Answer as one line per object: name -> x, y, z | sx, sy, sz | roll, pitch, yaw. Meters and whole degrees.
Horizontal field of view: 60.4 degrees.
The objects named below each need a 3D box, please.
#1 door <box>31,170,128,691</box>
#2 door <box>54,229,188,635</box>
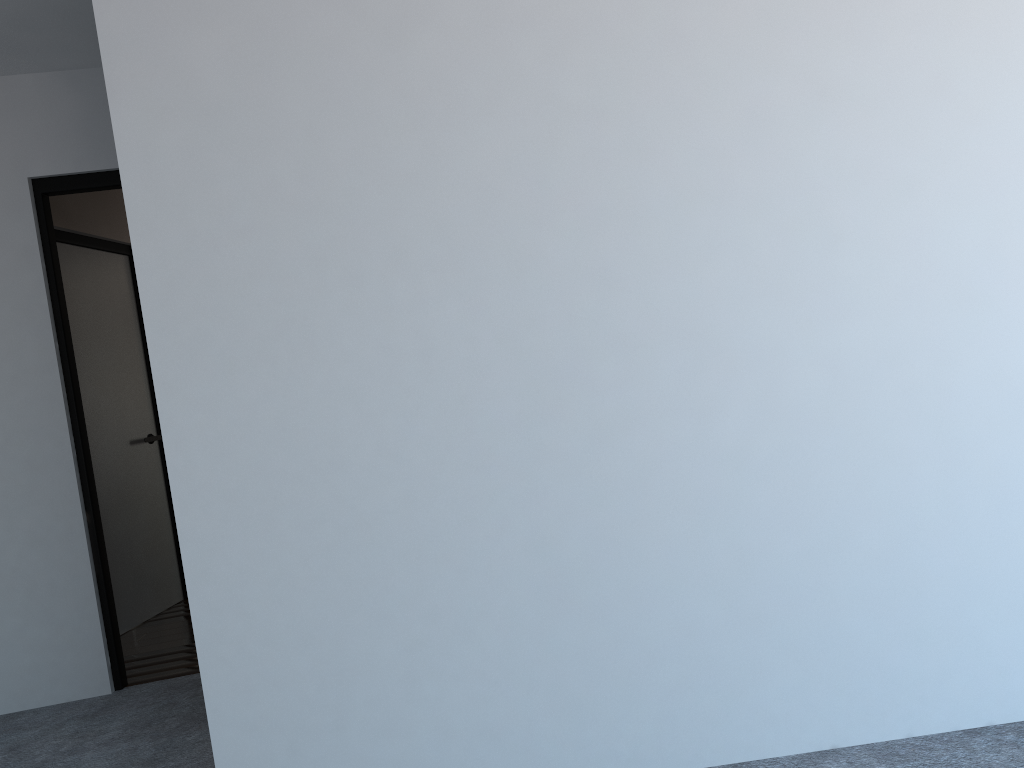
door -> -1.252, 0.143, 3.212 | 1.015, 2.093, 0.965 | -9, 1, -6
door -> -2.156, 0.250, 4.658 | 0.153, 2.093, 1.007 | -8, 1, 7
